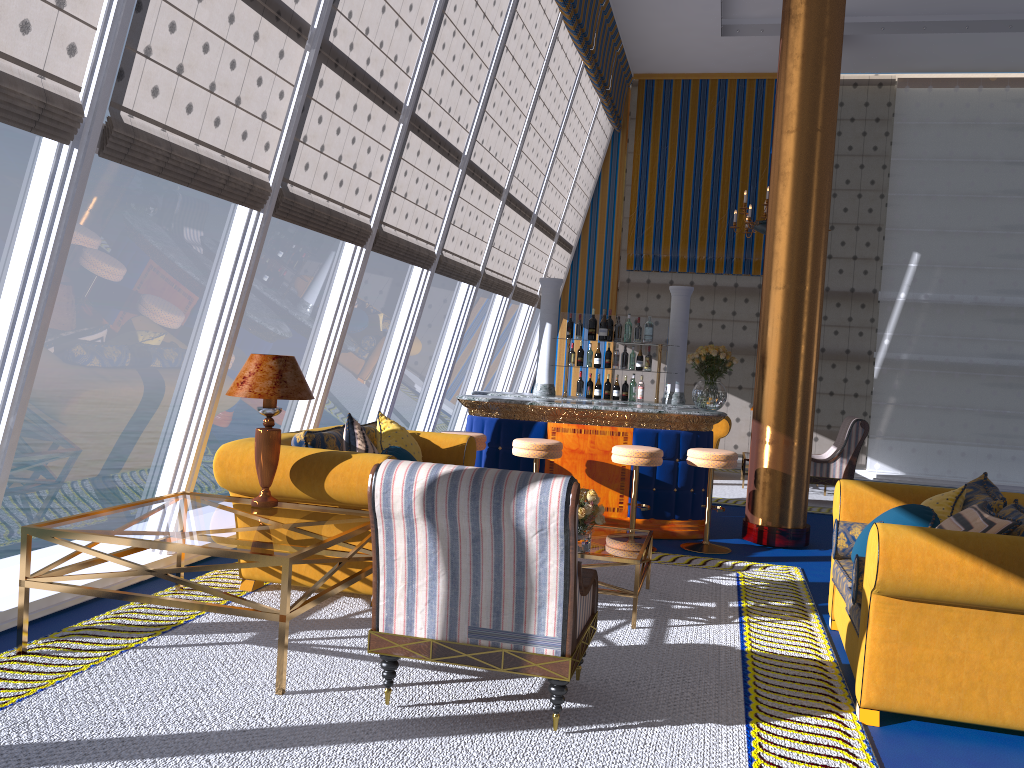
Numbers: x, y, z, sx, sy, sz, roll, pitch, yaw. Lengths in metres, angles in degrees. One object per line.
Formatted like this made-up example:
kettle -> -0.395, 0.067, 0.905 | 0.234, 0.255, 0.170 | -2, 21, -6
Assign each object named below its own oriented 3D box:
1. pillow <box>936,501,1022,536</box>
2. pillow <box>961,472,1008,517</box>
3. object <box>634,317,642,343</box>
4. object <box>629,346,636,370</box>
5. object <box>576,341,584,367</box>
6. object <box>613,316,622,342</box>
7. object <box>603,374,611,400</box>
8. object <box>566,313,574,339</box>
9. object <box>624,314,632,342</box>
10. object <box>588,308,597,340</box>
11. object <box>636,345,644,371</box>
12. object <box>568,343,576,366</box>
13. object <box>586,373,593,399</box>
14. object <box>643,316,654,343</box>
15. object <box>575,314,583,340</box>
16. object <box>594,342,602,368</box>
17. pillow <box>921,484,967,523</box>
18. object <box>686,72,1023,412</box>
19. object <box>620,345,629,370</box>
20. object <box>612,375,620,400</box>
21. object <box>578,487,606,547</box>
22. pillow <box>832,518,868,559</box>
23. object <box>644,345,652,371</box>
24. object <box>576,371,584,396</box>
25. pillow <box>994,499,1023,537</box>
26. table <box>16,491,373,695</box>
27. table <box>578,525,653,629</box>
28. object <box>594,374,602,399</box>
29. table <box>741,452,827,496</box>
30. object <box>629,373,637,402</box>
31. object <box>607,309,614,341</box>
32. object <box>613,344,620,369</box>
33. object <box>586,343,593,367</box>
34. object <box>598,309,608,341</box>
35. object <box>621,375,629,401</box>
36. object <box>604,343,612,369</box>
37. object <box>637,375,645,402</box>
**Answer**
pillow -> 1.975, 0.760, 3.916 | 0.326, 0.456, 0.524 | 4, 2, 13
pillow -> 2.301, 0.792, 4.463 | 0.351, 0.673, 0.605 | 4, 2, 21
object -> 1.197, -0.514, 8.414 | 0.073, 0.246, 0.072 | 2, 2, -28
object -> 1.147, -0.249, 8.439 | 0.059, 0.230, 0.058 | 2, 2, -28
object -> 0.654, -0.288, 8.454 | 0.065, 0.244, 0.065 | 3, 2, -6
object -> 1.008, -0.523, 8.423 | 0.077, 0.248, 0.075 | 3, 2, -23
object -> 0.911, 0.026, 8.451 | 0.065, 0.244, 0.065 | 3, 2, -6
object -> 0.559, -0.557, 8.509 | 0.065, 0.244, 0.066 | 4, 2, 17
object -> 1.102, -0.531, 8.396 | 0.068, 0.271, 0.070 | 4, 2, 23
object -> 0.770, -0.568, 8.448 | 0.081, 0.303, 0.082 | 4, 2, 18
object -> 1.216, -0.248, 8.424 | 0.069, 0.244, 0.068 | 3, 2, -6
object -> 0.573, -0.282, 8.446 | 0.066, 0.225, 0.065 | 3, 2, -18
object -> 0.745, 0.019, 8.481 | 0.065, 0.244, 0.066 | 4, 2, 17
object -> 1.302, -0.517, 8.433 | 0.092, 0.259, 0.091 | 3, 2, -4
object -> 0.650, -0.552, 8.533 | 0.073, 0.246, 0.072 | 2, 2, -28
object -> 0.819, -0.273, 8.435 | 0.069, 0.244, 0.068 | 3, 2, -6
pillow -> 2.141, 0.737, 4.448 | 0.230, 0.492, 0.615 | 4, 2, 18
object -> 3.060, -6.767, 5.307 | 62.839, 33.613, 63.689 | 4, 2, 19
object -> 1.072, -0.254, 8.432 | 0.072, 0.232, 0.071 | 3, 2, -8
object -> 0.997, 0.032, 8.460 | 0.069, 0.244, 0.068 | 3, 2, -6
object -> 0.304, 0.747, 5.134 | 0.456, 0.388, 0.502 | 3, 2, -6
pillow -> 1.928, 0.853, 4.773 | 0.375, 0.219, 0.216 | 4, 2, 17
object -> 1.296, -0.243, 8.410 | 0.071, 0.244, 0.072 | 5, 2, 33
object -> 0.652, -0.004, 8.465 | 0.071, 0.242, 0.071 | 3, 2, -5
pillow -> 2.167, 0.831, 3.885 | 0.337, 0.610, 0.617 | 4, 2, 18
table -> -1.361, 0.912, 4.199 | 1.232, 0.550, 1.156 | 4, 2, 13
table -> 0.300, 1.080, 5.247 | 0.970, 0.369, 0.910 | 4, 2, 13
object -> 0.823, 0.024, 8.466 | 0.069, 0.244, 0.068 | 3, 2, -6
table -> 3.378, 1.114, 11.090 | 0.970, 0.369, 0.910 | 4, 2, 13
object -> 1.158, 0.034, 8.479 | 0.069, 0.269, 0.068 | 3, 2, -27
object -> 0.926, -0.558, 8.439 | 0.080, 0.303, 0.082 | 5, 2, 30
object -> 0.993, -0.263, 8.418 | 0.057, 0.239, 0.056 | 3, 2, -13
object -> 0.742, -0.275, 8.450 | 0.059, 0.230, 0.058 | 2, 2, -28
object -> 0.873, -0.560, 8.425 | 0.085, 0.303, 0.085 | 4, 2, 7
object -> 1.081, 0.040, 8.463 | 0.065, 0.244, 0.065 | 3, 2, -6
object -> 0.917, -0.271, 8.431 | 0.065, 0.244, 0.065 | 3, 2, -6
object -> 1.235, 0.044, 8.472 | 0.061, 0.258, 0.061 | 4, 2, 13
